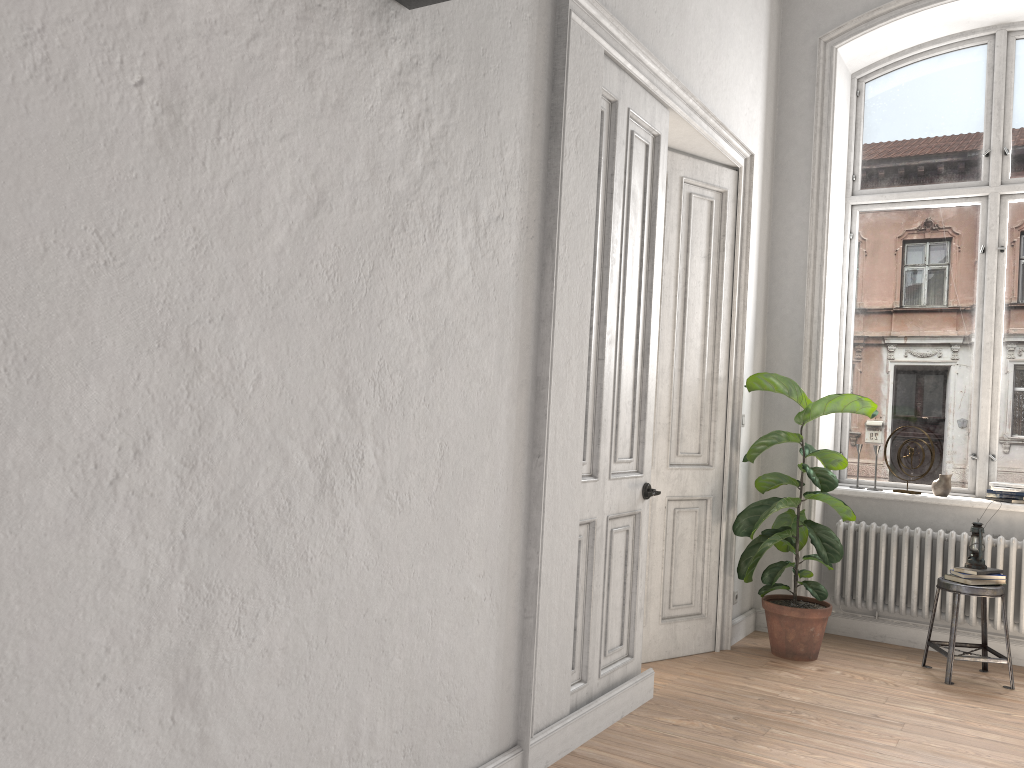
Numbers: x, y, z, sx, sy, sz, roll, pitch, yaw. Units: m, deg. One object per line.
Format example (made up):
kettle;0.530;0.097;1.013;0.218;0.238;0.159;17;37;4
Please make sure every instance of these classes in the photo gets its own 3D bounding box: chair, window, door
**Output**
chair;2.518;1.352;4.886;0.364;0.522;0.360;3;-1;5
window;3.022;-0.754;5.583;1.622;2.842;0.013;2;-1;31
door;0.832;0.112;4.877;1.097;2.814;0.216;4;-1;-34
door;0.376;0.057;3.796;0.216;2.814;1.097;2;-1;33

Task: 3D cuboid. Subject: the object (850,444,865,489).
object;2.263;0.538;5.794;0.095;0.289;0.095;4;-1;-27

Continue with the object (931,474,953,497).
object;2.665;0.624;5.499;0.100;0.142;0.102;3;-1;6

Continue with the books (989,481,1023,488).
books;3.016;0.607;5.315;0.243;0.019;0.174;2;-2;41

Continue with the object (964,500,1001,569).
object;2.615;0.832;4.931;0.163;0.383;0.154;3;-1;5

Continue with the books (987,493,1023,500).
books;2.988;0.674;5.320;0.155;0.022;0.205;4;-2;-39

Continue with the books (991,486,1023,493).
books;2.988;0.631;5.307;0.205;0.020;0.155;2;-2;21

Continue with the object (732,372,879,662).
object;3.730;0.723;3.653;5.826;1.842;0.792;2;-2;36

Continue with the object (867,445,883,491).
object;2.333;0.539;5.684;0.095;0.289;0.095;4;-1;-36

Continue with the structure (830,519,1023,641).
structure;4.331;-0.542;4.307;5.181;4.473;0.340;2;-1;31

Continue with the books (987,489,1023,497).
books;2.991;0.652;5.318;0.147;0.023;0.221;5;-2;-43

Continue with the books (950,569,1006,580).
books;2.577;1.055;4.908;0.232;0.029;0.163;3;-2;2

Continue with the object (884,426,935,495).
object;2.510;0.478;5.605;0.087;0.425;0.347;4;-1;-26

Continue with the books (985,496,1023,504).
books;2.984;0.697;5.326;0.147;0.023;0.221;3;-2;-10

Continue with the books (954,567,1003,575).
books;2.580;1.033;4.908;0.221;0.027;0.147;4;-2;-27

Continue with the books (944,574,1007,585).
books;2.564;1.080;4.911;0.246;0.034;0.194;4;-2;-19
